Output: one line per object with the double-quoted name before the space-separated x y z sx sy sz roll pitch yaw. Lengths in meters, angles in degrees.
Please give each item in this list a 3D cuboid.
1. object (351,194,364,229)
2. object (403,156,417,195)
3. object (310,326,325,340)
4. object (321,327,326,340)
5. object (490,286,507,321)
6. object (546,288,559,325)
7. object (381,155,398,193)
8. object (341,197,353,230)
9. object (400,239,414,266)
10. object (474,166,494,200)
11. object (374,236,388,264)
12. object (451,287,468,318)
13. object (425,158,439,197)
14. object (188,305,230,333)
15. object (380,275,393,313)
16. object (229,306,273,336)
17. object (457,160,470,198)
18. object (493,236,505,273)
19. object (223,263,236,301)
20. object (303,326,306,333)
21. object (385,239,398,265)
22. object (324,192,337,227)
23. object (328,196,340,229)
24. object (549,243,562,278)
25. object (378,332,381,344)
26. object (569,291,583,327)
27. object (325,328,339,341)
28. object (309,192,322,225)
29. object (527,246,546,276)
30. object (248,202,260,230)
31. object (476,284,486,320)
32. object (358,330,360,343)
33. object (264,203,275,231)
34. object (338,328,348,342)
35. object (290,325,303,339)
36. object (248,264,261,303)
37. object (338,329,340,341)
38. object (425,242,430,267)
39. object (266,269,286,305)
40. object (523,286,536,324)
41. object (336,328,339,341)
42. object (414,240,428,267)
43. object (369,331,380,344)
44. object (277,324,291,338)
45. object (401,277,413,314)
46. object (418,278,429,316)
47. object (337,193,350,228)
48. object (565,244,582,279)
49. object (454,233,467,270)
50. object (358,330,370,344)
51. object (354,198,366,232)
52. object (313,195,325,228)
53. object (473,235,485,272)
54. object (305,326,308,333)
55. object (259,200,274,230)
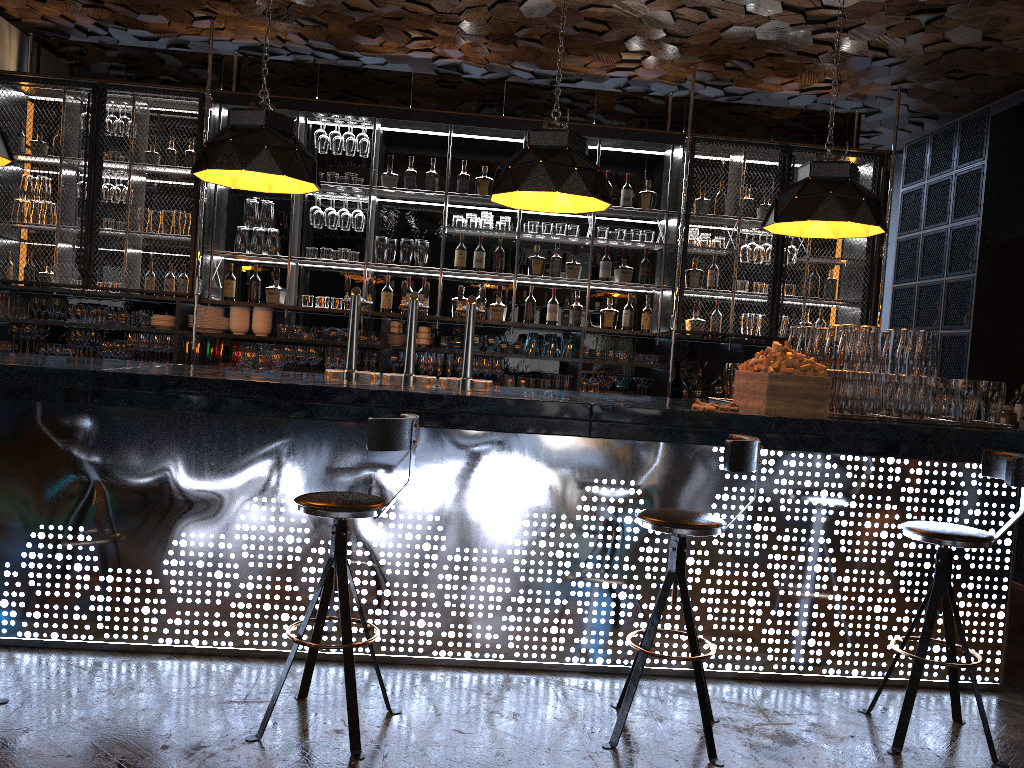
"object" -1.161 -1.298 6.679 0.092 0.244 0.092 2 3 -43
"object" -0.777 -1.597 6.785 0.083 0.282 0.083 3 2 -19
"object" -1.455 -0.379 6.639 0.109 0.100 0.109 3 2 -21
"object" -1.466 -0.386 6.797 0.109 0.100 0.109 3 2 -21
"object" -0.103 -0.618 6.860 0.123 0.279 0.123 4 2 9
"object" 0.319 -0.600 6.911 0.086 0.298 0.086 6 3 45
"object" -0.934 -1.605 6.775 0.123 0.279 0.123 4 2 -16
"object" -1.275 -1.312 6.836 0.092 0.244 0.092 2 3 -43
"object" -0.807 -0.998 6.773 0.105 0.209 0.105 6 3 41
"object" -0.215 -1.546 6.826 0.151 0.248 0.094 4 2 0
"object" -0.995 -1.010 6.732 0.105 0.209 0.105 6 3 41
"object" -0.396 -0.623 6.852 0.151 0.248 0.094 4 2 -15
"object" -0.611 -1.585 6.797 0.083 0.282 0.083 5 2 11
"object" -2.262 -0.484 6.632 0.306 0.195 0.300 4 2 -3
"object" -0.959 -0.688 6.816 0.086 0.299 0.086 6 3 45
"object" -1.951 -0.472 6.621 0.309 0.216 0.149 4 2 -6
"object" -0.374 -1.576 6.814 0.083 0.282 0.083 3 2 -19
"object" -0.098 -0.993 6.861 0.086 0.297 0.086 6 3 45
"object" -2.138 -0.769 6.730 0.086 0.299 0.086 6 3 45
"object" -1.620 -0.394 6.744 0.089 0.100 0.100 6 3 38
"object" -0.940 -1.010 6.851 0.105 0.209 0.105 6 3 41
"object" -1.362 -1.311 6.664 0.092 0.244 0.092 2 3 -43
"object" -1.374 -1.318 6.828 0.092 0.244 0.092 2 3 -43
"object" 0.343 -0.954 6.891 0.083 0.282 0.083 4 2 -4
"object" -1.040 -0.353 6.787 0.095 0.096 0.095 6 3 37
"object" 0.501 -0.579 6.917 0.083 0.282 0.083 3 2 -19
"object" -1.348 -0.371 6.643 0.093 0.099 0.093 5 2 12
"object" -1.472 -1.319 6.656 0.092 0.244 0.092 2 3 -43
"object" 0.188 -0.947 6.879 0.151 0.248 0.094 4 2 -15
"object" -1.986 -1.293 6.815 0.105 0.209 0.105 6 3 41
"object" -0.241 -0.631 6.863 0.083 0.282 0.083 4 2 -4
"object" -1.136 -0.357 6.706 0.095 0.096 0.095 4 2 -4
"object" -1.869 -1.284 6.812 0.105 0.209 0.105 6 3 41
"object" -1.245 -0.362 6.603 0.093 0.099 0.093 5 2 15
"object" -1.612 -0.389 6.623 0.089 0.100 0.100 5 2 32
"object" -1.946 -0.755 6.713 0.086 0.297 0.086 5 2 30
"object" -1.364 -0.380 6.855 0.093 0.099 0.093 4 2 -2
"object" -0.693 -0.993 6.865 0.105 0.209 0.105 6 3 41
"object" -1.791 -0.735 6.736 0.123 0.279 0.123 4 2 9
"object" 0.142 -0.611 6.866 0.086 0.297 0.086 5 2 30
"object" -1.356 -0.376 6.751 0.093 0.099 0.093 3 2 -17
"object" -0.697 -0.989 6.757 0.105 0.209 0.105 6 3 41
"object" -1.038 -0.349 6.680 0.095 0.096 0.095 5 2 20
"object" -1.690 -0.392 6.562 0.100 0.100 0.089 4 2 1
"object" -0.804 -0.679 6.853 0.086 0.298 0.086 6 3 45
"object" -0.684 -0.670 6.838 0.086 0.298 0.086 6 3 45
"object" -1.264 -1.305 6.671 0.092 0.244 0.092 2 3 -43
"object" 0.481 -0.942 6.887 0.123 0.279 0.123 4 2 9
"object" -0.394 -1.013 6.842 0.086 0.299 0.086 6 3 45
"object" -1.103 -0.351 6.604 0.095 0.096 0.095 3 2 -30
"object" -1.172 -1.304 6.843 0.092 0.244 0.092 2 3 -43
"object" -1.483 -1.326 6.820 0.092 0.244 0.092 2 3 -43
"object" -0.251 -1.005 6.878 0.086 0.298 0.086 6 3 45
"object" -1.623 -0.398 6.845 0.089 0.100 0.100 4 2 -10
"object" -1.858 -1.280 6.721 0.105 0.209 0.105 6 3 41
